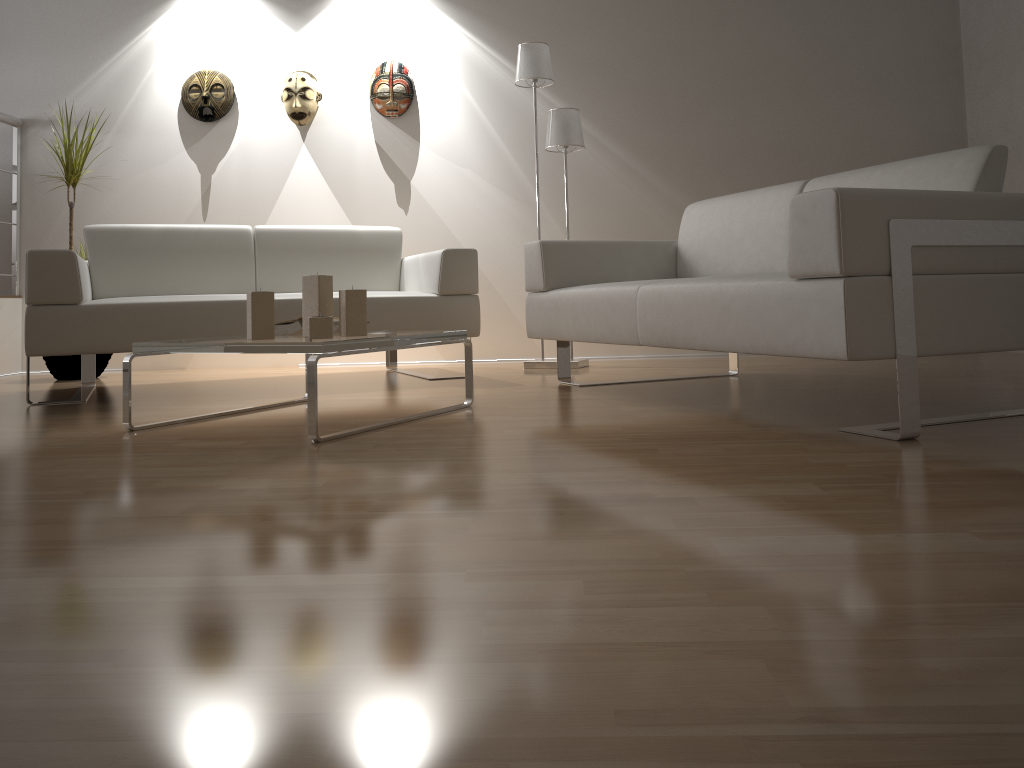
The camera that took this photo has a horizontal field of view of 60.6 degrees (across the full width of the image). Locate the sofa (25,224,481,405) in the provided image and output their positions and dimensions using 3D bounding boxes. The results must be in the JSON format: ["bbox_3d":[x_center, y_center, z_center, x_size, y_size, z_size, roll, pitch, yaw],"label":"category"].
[{"bbox_3d":[-1.130,-0.372,3.934,1.784,0.744,0.904,-3,2,-23],"label":"sofa"}]

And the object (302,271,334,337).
[{"bbox_3d":[-0.583,-0.240,2.627,0.067,0.198,0.067,-3,-3,27],"label":"object"}]

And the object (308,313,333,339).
[{"bbox_3d":[-0.538,-0.165,2.461,0.067,0.075,0.067,-2,0,-13],"label":"object"}]

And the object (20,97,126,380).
[{"bbox_3d":[-2.310,-0.765,4.582,0.440,1.484,0.499,-2,-3,15],"label":"object"}]

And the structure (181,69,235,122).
[{"bbox_3d":[-1.787,-1.691,5.115,0.317,0.318,0.069,-2,-3,2],"label":"structure"}]

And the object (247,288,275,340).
[{"bbox_3d":[-0.724,-0.203,2.521,0.067,0.152,0.067,0,-2,-28],"label":"object"}]

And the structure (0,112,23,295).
[{"bbox_3d":[-2.958,-0.935,4.002,0.057,1.051,2.327,-2,4,2],"label":"structure"}]

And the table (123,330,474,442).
[{"bbox_3d":[-0.621,-0.023,2.697,0.699,0.250,0.797,1,5,27],"label":"table"}]

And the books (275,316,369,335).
[{"bbox_3d":[-0.658,-0.200,2.952,0.291,0.056,0.204,0,5,17],"label":"books"}]

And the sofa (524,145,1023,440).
[{"bbox_3d":[0.804,-0.331,2.932,0.907,0.741,1.781,-2,4,-23],"label":"sofa"}]

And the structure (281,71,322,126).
[{"bbox_3d":[-1.234,-1.664,5.067,0.243,0.331,0.129,-2,-2,3],"label":"structure"}]

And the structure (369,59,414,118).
[{"bbox_3d":[-0.704,-1.722,5.081,0.264,0.357,0.074,-2,-3,2],"label":"structure"}]

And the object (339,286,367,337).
[{"bbox_3d":[-0.470,-0.217,2.587,0.067,0.152,0.067,0,-2,-28],"label":"object"}]

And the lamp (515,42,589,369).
[{"bbox_3d":[0.207,-0.925,4.490,0.364,1.682,0.207,-3,-4,22],"label":"lamp"}]
